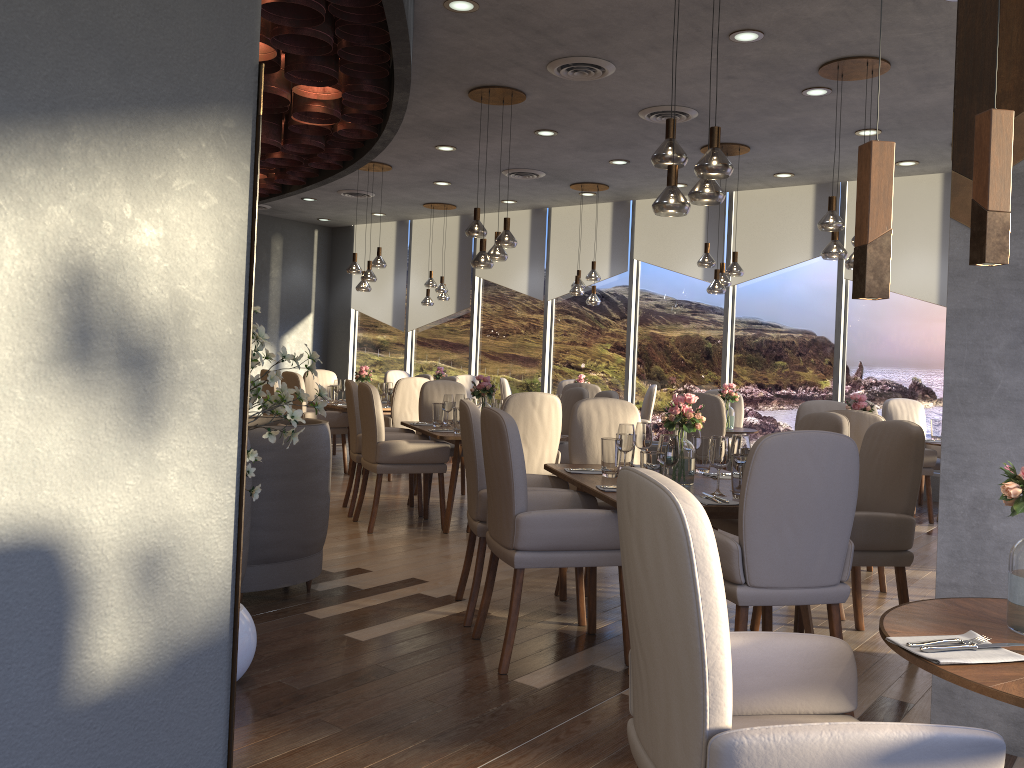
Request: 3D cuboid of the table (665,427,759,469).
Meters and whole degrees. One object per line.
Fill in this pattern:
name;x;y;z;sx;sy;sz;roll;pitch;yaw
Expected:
table;1.784;0.728;8.016;0.834;0.662;0.834;2;1;-3

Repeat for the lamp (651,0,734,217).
lamp;0.833;-1.414;4.029;0.439;1.326;0.439;2;0;23

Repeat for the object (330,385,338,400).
object;-1.948;0.101;9.701;0.102;0.178;0.102;2;0;32

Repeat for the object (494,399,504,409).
object;-0.091;0.233;6.353;0.092;0.244;0.092;2;0;3

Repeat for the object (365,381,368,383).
object;-1.632;0.080;9.784;0.092;0.244;0.092;2;0;28

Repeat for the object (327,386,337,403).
object;-1.901;0.112;9.362;0.102;0.178;0.102;2;0;-19

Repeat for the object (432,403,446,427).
object;-0.558;0.236;6.738;0.102;0.178;0.102;2;0;-2

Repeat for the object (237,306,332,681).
object;-1.030;0.254;3.076;0.789;1.617;0.746;2;0;44

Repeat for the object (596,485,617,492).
object;0.488;0.436;3.728;0.255;0.019;0.157;2;1;-9

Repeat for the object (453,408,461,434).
object;-0.365;0.258;6.197;0.102;0.178;0.102;2;0;38

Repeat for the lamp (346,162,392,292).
lamp;-1.522;-1.651;9.401;0.439;1.326;0.439;3;0;-13

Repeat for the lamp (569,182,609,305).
lamp;0.845;-1.564;9.987;0.439;1.326;0.439;2;0;31

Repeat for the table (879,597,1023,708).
table;1.154;0.860;1.728;0.834;0.662;0.833;3;1;29

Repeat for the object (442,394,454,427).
object;-0.494;0.203;6.827;0.092;0.244;0.092;2;0;30

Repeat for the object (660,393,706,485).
object;0.768;0.246;4.014;0.210;0.416;0.198;2;0;15

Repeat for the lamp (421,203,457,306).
lamp;-0.979;-1.685;11.681;0.439;1.326;0.439;2;0;37

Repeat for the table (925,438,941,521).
table;3.805;0.829;7.453;0.834;0.662;0.833;3;1;24

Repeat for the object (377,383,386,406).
object;-1.342;0.109;9.131;0.092;0.244;0.092;3;0;-36

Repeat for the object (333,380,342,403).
object;-1.866;0.078;9.467;0.092;0.244;0.092;2;0;7

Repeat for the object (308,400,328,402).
object;-2.036;0.183;9.463;0.255;0.019;0.157;1;2;-35

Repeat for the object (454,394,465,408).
object;-0.415;0.202;7.011;0.092;0.244;0.092;3;0;-37

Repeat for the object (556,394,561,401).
object;0.534;0.208;9.841;0.102;0.178;0.102;2;0;-1

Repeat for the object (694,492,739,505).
object;0.794;0.454;3.533;0.157;0.019;0.255;2;1;-12

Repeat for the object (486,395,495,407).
object;-0.178;0.211;7.063;0.092;0.244;0.092;3;0;-39

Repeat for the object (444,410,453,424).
object;-0.504;0.229;7.075;0.102;0.178;0.102;2;0;-11

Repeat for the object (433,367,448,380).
object;-0.957;-0.023;11.760;0.197;0.416;0.210;3;0;-30

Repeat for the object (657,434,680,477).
object;0.643;0.332;3.657;0.092;0.244;0.092;2;0;33

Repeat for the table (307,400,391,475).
table;-1.603;0.546;9.401;0.964;0.666;1.308;2;1;-36

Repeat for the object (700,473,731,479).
object;1.037;0.445;4.333;0.255;0.019;0.157;2;1;-10

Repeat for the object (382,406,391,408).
object;-1.334;0.226;8.964;0.157;0.019;0.255;1;2;-39

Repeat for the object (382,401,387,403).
object;-1.471;0.199;9.789;0.255;0.019;0.157;1;2;-36

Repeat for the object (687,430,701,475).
object;0.891;0.324;4.402;0.092;0.244;0.092;2;0;38

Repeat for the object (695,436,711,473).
object;0.964;0.358;4.482;0.102;0.178;0.102;2;0;-4

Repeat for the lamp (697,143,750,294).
lamp;1.906;-1.469;8.040;0.439;1.326;0.439;2;0;40

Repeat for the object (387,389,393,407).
object;-1.237;0.147;9.103;0.102;0.178;0.102;2;0;-33

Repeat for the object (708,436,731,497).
object;0.861;0.341;3.688;0.092;0.244;0.092;3;0;-32

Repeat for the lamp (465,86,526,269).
lamp;-0.140;-1.524;6.702;0.439;1.326;0.439;2;0;43

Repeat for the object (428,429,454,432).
object;-0.465;0.330;6.332;0.255;0.019;0.157;2;1;-18

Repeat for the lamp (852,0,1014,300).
lamp;1.215;-1.040;1.776;1.161;1.932;0.118;2;0;-7

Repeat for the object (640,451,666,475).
object;0.565;0.363;3.579;0.102;0.178;0.102;2;0;17

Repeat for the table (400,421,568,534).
table;-0.259;0.672;6.681;0.964;0.666;1.308;2;1;-19

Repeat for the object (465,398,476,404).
object;-0.301;0.225;6.287;0.092;0.244;0.092;2;0;24

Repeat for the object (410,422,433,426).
object;-0.658;0.308;6.873;0.255;0.019;0.157;2;1;-18

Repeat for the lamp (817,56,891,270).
lamp;2.204;-1.400;5.780;0.439;1.326;0.439;2;0;45

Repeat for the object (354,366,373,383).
object;-1.576;0.010;9.390;0.210;0.416;0.198;2;0;-40

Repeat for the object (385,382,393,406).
object;-1.296;0.106;9.320;0.092;0.244;0.092;3;0;-17

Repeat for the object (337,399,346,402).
object;-1.848;0.182;9.830;0.157;0.019;0.255;2;2;-34

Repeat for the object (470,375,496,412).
object;-0.220;0.137;6.687;0.210;0.416;0.198;2;0;-5

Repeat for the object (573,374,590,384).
object;0.774;0.097;9.969;0.198;0.416;0.210;2;0;35

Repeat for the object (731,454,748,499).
object;0.942;0.379;3.616;0.102;0.178;0.102;2;0;-16

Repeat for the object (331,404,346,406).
object;-1.694;0.210;9.003;0.255;0.019;0.157;1;2;-35

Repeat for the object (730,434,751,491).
object;0.986;0.342;3.837;0.092;0.244;0.092;2;0;15

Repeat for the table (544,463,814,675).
table;0.739;0.782;4.037;0.964;0.666;1.307;2;1;-12

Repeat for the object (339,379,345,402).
object;-1.844;0.074;9.665;0.092;0.244;0.092;3;0;-31
